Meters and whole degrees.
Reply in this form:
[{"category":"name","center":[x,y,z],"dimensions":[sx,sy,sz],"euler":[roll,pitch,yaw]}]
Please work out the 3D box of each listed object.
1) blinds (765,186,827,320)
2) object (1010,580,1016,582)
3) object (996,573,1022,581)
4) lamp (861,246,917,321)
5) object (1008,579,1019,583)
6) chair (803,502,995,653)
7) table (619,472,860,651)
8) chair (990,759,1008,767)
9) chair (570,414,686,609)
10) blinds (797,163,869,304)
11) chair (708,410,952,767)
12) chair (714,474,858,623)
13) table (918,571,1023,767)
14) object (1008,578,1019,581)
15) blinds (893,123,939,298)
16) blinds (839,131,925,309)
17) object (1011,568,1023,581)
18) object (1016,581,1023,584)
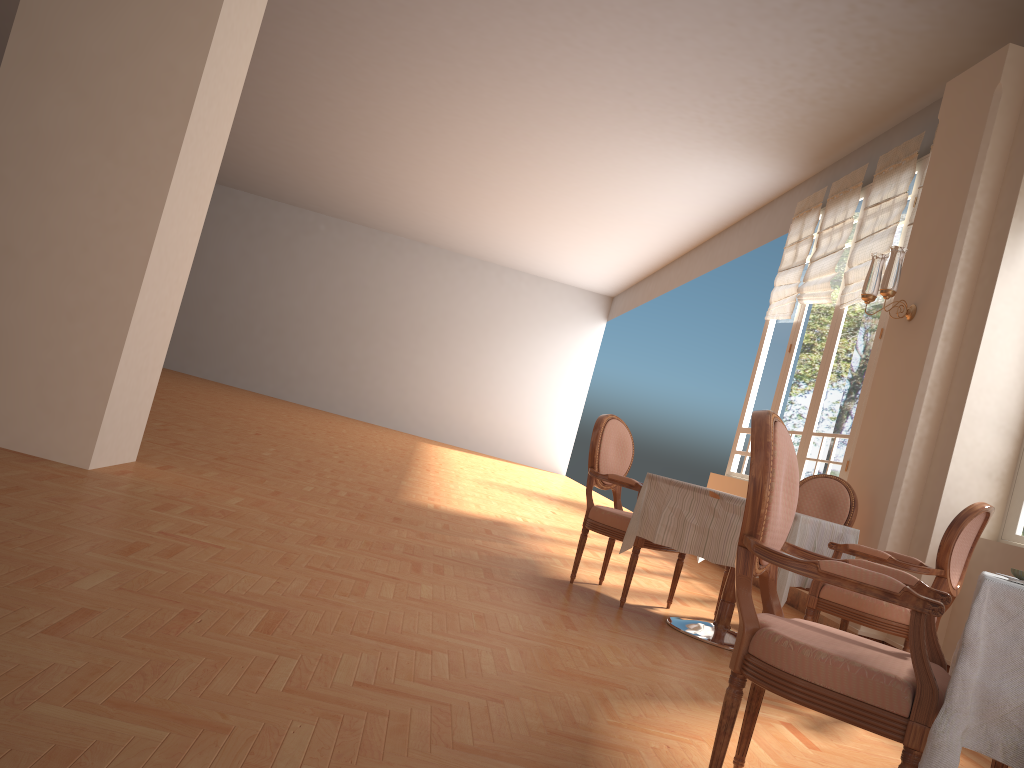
[{"category":"blinds","center":[2.716,-1.214,8.538],"dimensions":[0.038,1.292,0.689],"euler":[15,-2,-4]},{"category":"object","center":[1.098,0.422,1.834],"dimensions":[0.125,0.006,0.027],"euler":[14,-3,28]},{"category":"object","center":[1.163,0.446,1.960],"dimensions":[0.171,0.005,0.171],"euler":[14,-3,33]},{"category":"lamp","center":[2.196,-0.563,5.086],"dimensions":[0.274,0.362,0.320],"euler":[15,-2,-4]},{"category":"object","center":[1.108,0.428,1.857],"dimensions":[0.125,0.002,0.016],"euler":[14,-3,29]},{"category":"chair","center":[1.651,0.896,3.837],"dimensions":[0.592,0.931,0.522],"euler":[13,-3,40]},{"category":"table","center":[1.084,0.894,4.277],"dimensions":[0.828,0.677,0.832],"euler":[13,-3,40]},{"category":"chair","center":[1.632,0.821,2.382],"dimensions":[0.520,0.931,0.594],"euler":[14,-2,29]},{"category":"chair","center":[0.632,0.662,4.736],"dimensions":[0.592,0.931,0.522],"euler":[13,-3,40]},{"category":"blinds","center":[2.778,-1.265,7.752],"dimensions":[0.085,1.235,0.699],"euler":[15,-2,-4]},{"category":"chair","center":[0.759,0.570,2.115],"dimensions":[0.592,0.931,0.522],"euler":[14,-2,29]},{"category":"chair","center":[1.540,0.914,4.820],"dimensions":[0.520,0.931,0.594],"euler":[13,-3,40]},{"category":"table","center":[1.281,0.825,1.764],"dimensions":[0.828,0.680,0.838],"euler":[14,-3,29]},{"category":"object","center":[1.120,0.431,1.874],"dimensions":[0.127,0.004,0.013],"euler":[14,-3,30]},{"category":"blinds","center":[2.924,-1.234,6.049],"dimensions":[0.072,1.375,0.699],"euler":[15,-2,-4]},{"category":"blinds","center":[2.850,-1.252,6.900],"dimensions":[0.054,1.301,0.689],"euler":[15,-2,-5]},{"category":"object","center":[1.166,0.436,1.961],"dimensions":[0.117,0.024,0.117],"euler":[15,-3,6]},{"category":"object","center":[1.077,0.405,1.671],"dimensions":[0.234,0.012,0.095],"euler":[13,-3,34]}]
